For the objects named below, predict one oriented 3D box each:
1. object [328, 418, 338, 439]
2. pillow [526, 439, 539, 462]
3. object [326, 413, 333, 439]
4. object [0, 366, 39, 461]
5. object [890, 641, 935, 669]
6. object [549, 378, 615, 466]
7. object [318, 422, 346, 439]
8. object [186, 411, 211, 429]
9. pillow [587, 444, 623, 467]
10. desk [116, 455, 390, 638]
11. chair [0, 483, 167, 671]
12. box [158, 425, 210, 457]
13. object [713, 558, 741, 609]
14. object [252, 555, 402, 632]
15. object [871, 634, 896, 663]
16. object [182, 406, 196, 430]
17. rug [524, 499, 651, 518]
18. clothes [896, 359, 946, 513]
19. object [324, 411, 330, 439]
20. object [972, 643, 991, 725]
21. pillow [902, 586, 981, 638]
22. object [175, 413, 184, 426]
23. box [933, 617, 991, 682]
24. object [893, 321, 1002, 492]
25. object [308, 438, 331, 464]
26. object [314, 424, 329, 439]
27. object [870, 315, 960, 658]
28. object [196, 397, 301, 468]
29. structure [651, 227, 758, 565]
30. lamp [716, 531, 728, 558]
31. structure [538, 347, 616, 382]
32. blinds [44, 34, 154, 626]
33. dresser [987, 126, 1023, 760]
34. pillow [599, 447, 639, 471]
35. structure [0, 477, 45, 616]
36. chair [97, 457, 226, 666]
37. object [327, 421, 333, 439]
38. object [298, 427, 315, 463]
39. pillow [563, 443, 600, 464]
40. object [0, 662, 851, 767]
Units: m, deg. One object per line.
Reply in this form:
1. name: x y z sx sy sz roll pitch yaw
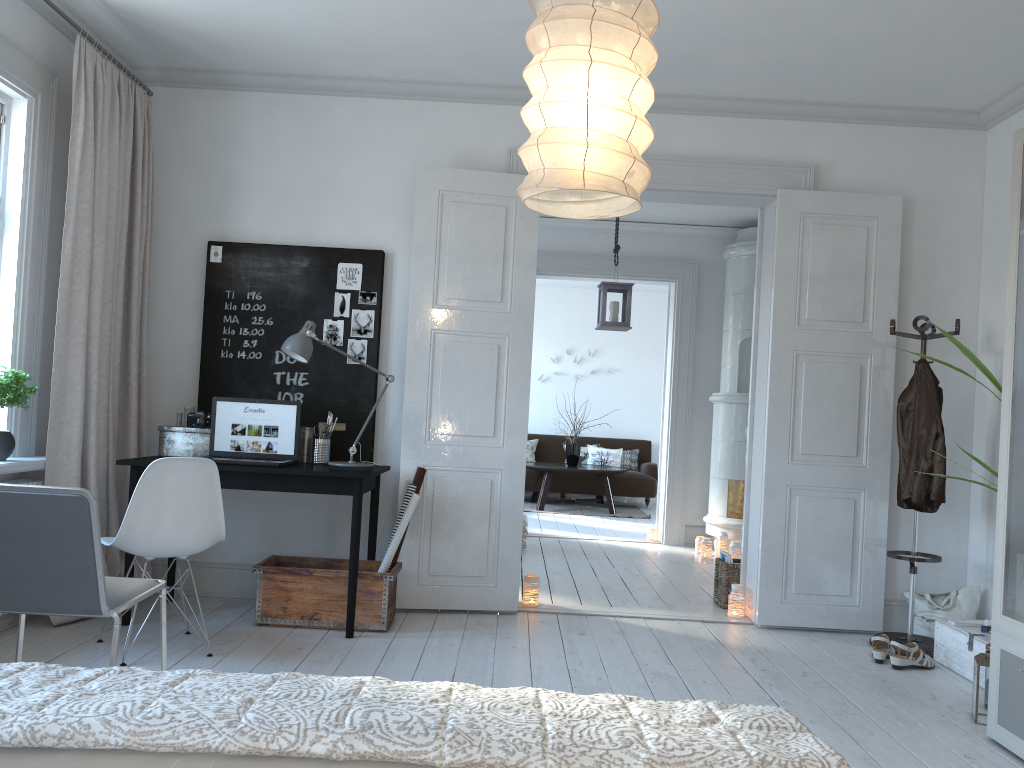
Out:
1. object: -0.941 0.289 4.545 0.084 0.240 0.009 4 -1 -23
2. pillow: 0.078 0.880 11.413 0.519 0.367 0.239 3 -1 0
3. object: -0.955 0.276 4.560 0.012 0.264 0.062 2 -1 42
4. object: -2.181 0.117 3.735 0.310 0.407 0.271 4 -2 -40
5. object: 1.856 1.244 4.089 0.272 0.125 0.099 4 -2 -27
6. object: 0.867 0.447 10.458 0.846 1.065 0.525 4 -1 -29
7. object: -0.936 0.306 4.598 0.138 0.208 0.034 4 -1 -20
8. object: -1.566 0.177 4.440 0.137 0.087 0.073 3 -1 0
9. pillow: 1.175 0.938 11.294 0.471 0.309 0.188 3 -1 1
10. desk: -1.241 0.767 4.348 1.159 0.758 0.651 3 -1 0
11. chair: -1.366 0.680 2.660 0.562 0.797 0.525 3 -1 0
12. box: -1.633 0.296 4.530 0.317 0.152 0.193 3 -2 0
13. object: 1.364 1.190 5.288 0.270 0.265 0.224 3 -1 0
14. object: -0.898 1.024 4.343 0.664 0.282 0.339 3 -2 0
15. object: 1.765 1.244 4.230 0.099 0.125 0.272 2 -2 33
16. object: -1.661 0.180 4.508 0.056 0.130 0.167 3 -2 -1
17. rug: 0.705 1.447 10.530 1.710 0.055 1.457 3 -2 1
18. clothes: 2.038 0.256 4.402 0.237 0.770 0.211 2 -1 33
19. object: -0.959 0.273 4.560 0.008 0.267 0.060 3 -1 17
20. object: 1.831 1.106 3.363 0.131 0.351 0.138 3 -1 23
21. pillow: 2.242 1.189 4.630 0.317 0.314 0.273 3 -1 1
22. object: -1.716 0.183 4.574 0.040 0.069 0.040 3 -1 -12
23. box: 2.194 1.209 3.932 0.376 0.218 0.642 3 -2 0
24. object: 2.040 0.517 3.511 1.043 1.553 0.289 2 -1 30
25. object: -0.985 0.345 4.544 0.108 0.128 0.108 3 -1 15
26. object: -0.993 0.305 4.555 0.081 0.198 0.050 3 -1 25
27. object: 2.043 0.499 4.468 0.374 1.658 0.375 3 -1 8
28. object: -1.284 0.226 4.272 0.445 0.315 0.325 3 -2 0
29. structure: 1.926 0.097 7.391 1.248 2.826 0.800 4 -2 -45
30. lamp: 1.708 1.303 7.198 0.098 0.210 0.098 3 -1 5
31. structure: 0.867 -0.241 11.786 1.025 0.478 0.085 3 -1 0
32. blinds: -1.924 -0.219 4.304 0.225 2.646 0.831 3 -1 0
33. dresser: 2.047 0.161 2.462 0.630 2.162 1.433 3 -1 0
34. pillow: 1.375 0.965 11.405 0.542 0.287 0.183 3 -1 1
35. structure: -2.214 0.681 3.401 0.195 0.547 1.506 3 -2 0
36. chair: -1.459 0.699 3.710 0.474 0.824 0.554 4 -2 -35
37. object: -0.953 0.298 4.550 0.009 0.221 0.082 3 -1 30
38. object: -1.073 0.318 4.616 0.079 0.188 0.079 4 -1 -21
39. pillow: 0.882 0.934 11.370 0.473 0.347 0.158 3 -1 -2
40. object: -0.243 0.533 1.422 1.460 0.104 0.405 3 -2 0
